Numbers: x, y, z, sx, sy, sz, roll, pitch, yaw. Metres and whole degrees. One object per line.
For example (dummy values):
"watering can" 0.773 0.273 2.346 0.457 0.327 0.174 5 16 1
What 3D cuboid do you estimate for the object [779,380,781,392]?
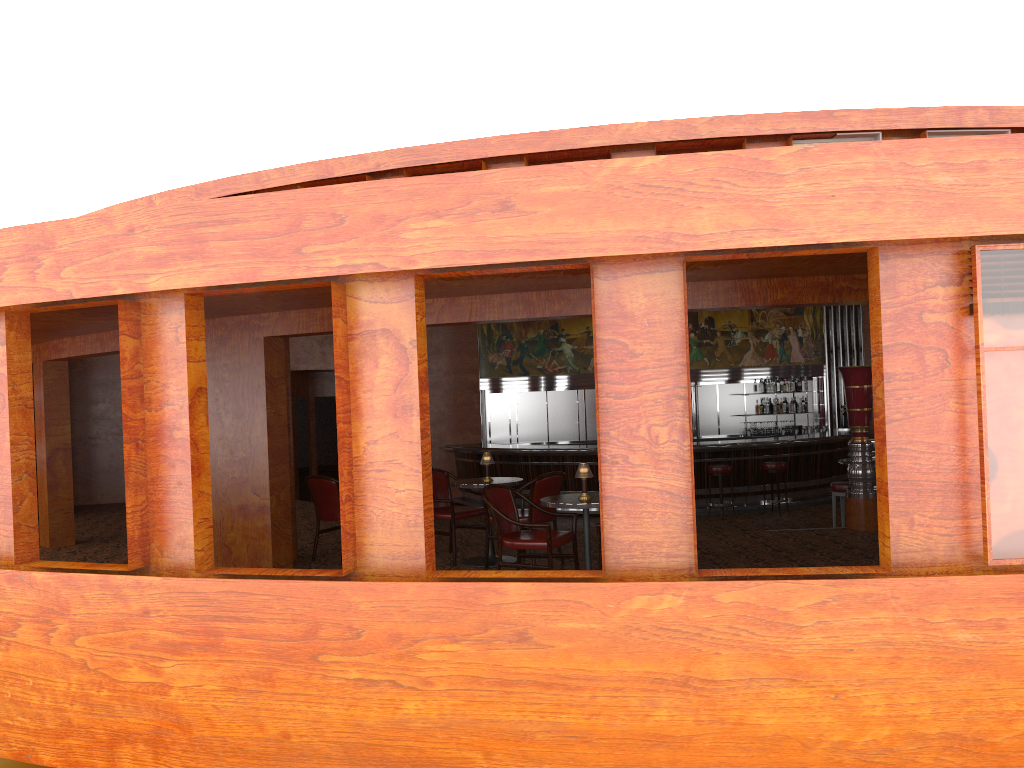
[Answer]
"object" 4.844 0.042 16.101 0.068 0.235 0.212 -2 0 21

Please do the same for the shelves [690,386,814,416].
"shelves" 4.131 0.293 16.112 2.594 0.568 0.339 -2 0 0

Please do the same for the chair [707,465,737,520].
"chair" 2.997 1.544 12.701 0.350 0.755 0.350 -2 0 -26

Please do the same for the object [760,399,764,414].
"object" 4.541 0.415 16.124 0.080 0.272 0.080 -2 0 3

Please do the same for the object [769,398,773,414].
"object" 4.711 0.399 16.167 0.090 0.293 0.090 -2 0 -21

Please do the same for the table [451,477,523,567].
"table" -0.206 1.218 7.879 0.640 0.720 0.639 -2 0 27

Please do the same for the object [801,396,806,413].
"object" 5.287 0.369 16.090 0.078 0.305 0.078 -2 0 13

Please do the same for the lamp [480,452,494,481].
"lamp" -0.220 0.733 7.881 0.130 0.250 0.130 -2 0 22

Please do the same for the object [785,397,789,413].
"object" 4.985 0.387 16.126 0.090 0.293 0.090 -2 0 -6

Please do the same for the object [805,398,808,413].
"object" 5.361 0.383 16.177 0.080 0.272 0.080 -2 0 -2

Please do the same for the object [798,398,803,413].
"object" 5.216 0.387 16.045 0.080 0.272 0.080 -2 0 3

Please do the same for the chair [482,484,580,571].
"chair" 0.114 1.136 6.434 0.615 0.817 0.587 -2 0 25

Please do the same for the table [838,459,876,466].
"table" 4.236 1.356 10.247 0.849 0.960 0.849 -2 0 3

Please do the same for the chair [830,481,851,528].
"chair" 3.735 1.473 9.852 0.350 0.755 0.350 -2 0 -41

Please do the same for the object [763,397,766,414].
"object" 4.628 0.396 16.152 0.078 0.305 0.206 -2 0 -4

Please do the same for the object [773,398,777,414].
"object" 4.767 0.400 16.060 0.067 0.282 0.067 -2 0 -34

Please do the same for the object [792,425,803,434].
"object" 5.142 0.826 16.000 0.169 0.156 0.195 -3 -1 25

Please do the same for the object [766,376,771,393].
"object" 4.631 0.015 16.037 0.078 0.305 0.078 -2 0 -9

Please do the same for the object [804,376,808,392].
"object" 5.315 -0.001 16.033 0.067 0.282 0.067 -2 0 12

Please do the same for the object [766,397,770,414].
"object" 4.633 0.394 16.062 0.078 0.305 0.078 -2 0 -7

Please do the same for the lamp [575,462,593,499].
"lamp" 0.509 0.680 6.254 0.130 0.250 0.130 -2 0 -33

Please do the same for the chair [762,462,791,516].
"chair" 3.817 1.514 12.859 0.350 0.755 0.350 -2 0 41

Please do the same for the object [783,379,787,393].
"object" 4.929 0.037 16.039 0.070 0.238 0.070 -2 0 -25

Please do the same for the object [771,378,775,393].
"object" 4.716 0.028 16.037 0.080 0.272 0.080 -2 0 -7

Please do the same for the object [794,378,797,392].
"object" 5.158 0.021 16.180 0.090 0.256 0.090 -2 0 7

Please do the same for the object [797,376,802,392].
"object" 5.192 -0.002 16.014 0.090 0.293 0.090 -2 0 34

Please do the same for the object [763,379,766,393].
"object" 4.596 0.042 16.143 0.090 0.256 0.090 -2 0 22

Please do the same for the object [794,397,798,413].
"object" 5.169 0.381 16.194 0.090 0.293 0.090 -2 0 34

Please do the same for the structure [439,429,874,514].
"structure" 2.594 1.440 14.467 7.810 1.047 3.207 -2 -1 0

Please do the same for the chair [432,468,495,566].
"chair" -0.572 1.188 8.139 0.615 0.817 0.587 -3 0 40

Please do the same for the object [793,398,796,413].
"object" 5.109 0.387 16.073 0.067 0.282 0.067 -2 0 -39

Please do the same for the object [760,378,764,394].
"object" 4.525 0.030 16.038 0.067 0.282 0.067 -2 0 -44

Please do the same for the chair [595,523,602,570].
"chair" 0.950 1.097 6.100 0.615 0.817 0.587 -2 0 25

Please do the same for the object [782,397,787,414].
"object" 4.924 0.382 16.032 0.078 0.305 0.078 -2 0 38

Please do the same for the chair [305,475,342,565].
"chair" -1.592 1.231 8.295 0.588 0.817 0.615 -3 0 35

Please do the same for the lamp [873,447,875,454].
"lamp" 4.211 0.752 10.274 0.130 0.250 0.130 -2 0 21

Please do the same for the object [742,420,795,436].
"object" 4.666 0.802 16.041 0.951 0.245 0.396 -2 -1 4

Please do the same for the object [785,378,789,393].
"object" 4.999 0.018 16.134 0.080 0.272 0.080 -2 0 -32

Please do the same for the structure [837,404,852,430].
"structure" 5.922 0.576 15.658 0.360 0.540 0.280 -2 0 20

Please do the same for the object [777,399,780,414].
"object" 4.842 0.403 16.142 0.080 0.272 0.080 -2 0 3

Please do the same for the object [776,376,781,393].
"object" 4.805 0.008 16.015 0.078 0.305 0.078 -2 0 -12

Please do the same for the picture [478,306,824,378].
"picture" 2.510 -0.895 16.085 6.254 1.322 0.001 -2 0 0

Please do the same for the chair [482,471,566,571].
"chair" 0.150 1.152 7.600 0.615 0.817 0.587 -3 0 40

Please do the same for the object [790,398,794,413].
"object" 5.055 0.388 16.005 0.067 0.282 0.067 -2 0 -25

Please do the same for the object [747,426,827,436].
"object" 4.963 0.846 16.088 1.425 0.134 0.403 -2 -1 6

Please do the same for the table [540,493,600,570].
"table" 0.533 1.165 6.256 0.640 0.720 0.639 -3 0 30

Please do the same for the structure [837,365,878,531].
"structure" 5.229 -0.013 9.812 4.352 3.605 0.549 -2 0 -25

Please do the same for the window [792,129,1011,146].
"window" 7.671 -1.800 9.087 11.945 0.480 1.957 -2 -1 -32

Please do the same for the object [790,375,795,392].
"object" 5.076 -0.003 16.029 0.078 0.305 0.078 -2 0 -19
